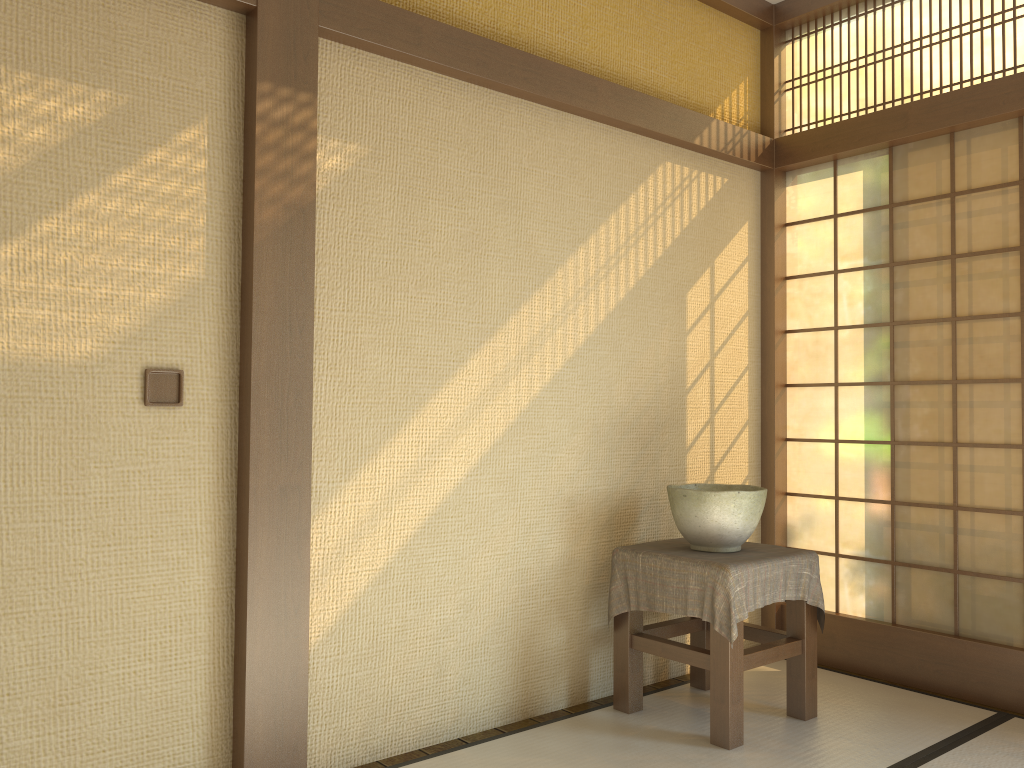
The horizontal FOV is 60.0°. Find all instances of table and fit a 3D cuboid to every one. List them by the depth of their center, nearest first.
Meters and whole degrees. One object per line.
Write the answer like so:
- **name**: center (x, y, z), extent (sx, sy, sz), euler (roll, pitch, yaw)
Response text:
- **table**: center (0.732, 0.896, 3.226), extent (0.629, 0.595, 0.633), euler (2, -3, -40)

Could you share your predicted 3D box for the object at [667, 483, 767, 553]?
- **object**: center (0.744, 0.488, 3.231), extent (0.358, 0.230, 0.357), euler (0, -2, 20)
